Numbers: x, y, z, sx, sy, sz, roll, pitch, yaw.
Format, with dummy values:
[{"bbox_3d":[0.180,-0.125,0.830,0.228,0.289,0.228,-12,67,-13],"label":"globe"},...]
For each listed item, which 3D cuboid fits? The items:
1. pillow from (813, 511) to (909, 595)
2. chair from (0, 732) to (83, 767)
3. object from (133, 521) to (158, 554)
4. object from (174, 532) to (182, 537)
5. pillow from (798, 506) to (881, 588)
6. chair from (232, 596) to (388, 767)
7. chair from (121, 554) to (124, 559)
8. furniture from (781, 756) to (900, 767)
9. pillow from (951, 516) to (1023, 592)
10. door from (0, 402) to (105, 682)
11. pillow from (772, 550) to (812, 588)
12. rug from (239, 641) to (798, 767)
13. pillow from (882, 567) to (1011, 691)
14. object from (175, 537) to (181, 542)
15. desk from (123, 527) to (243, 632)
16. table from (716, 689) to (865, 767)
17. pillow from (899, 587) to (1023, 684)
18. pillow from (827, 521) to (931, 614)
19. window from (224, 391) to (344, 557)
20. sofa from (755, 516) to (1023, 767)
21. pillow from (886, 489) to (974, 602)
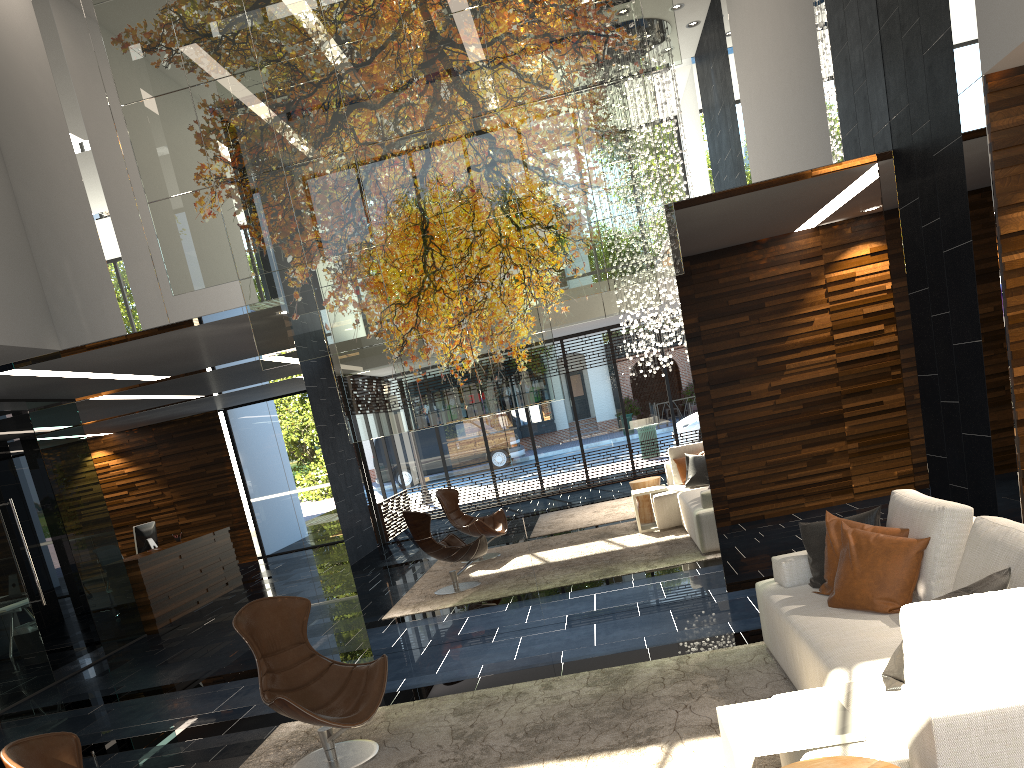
[{"bbox_3d":[1.693,0.830,4.205,0.236,0.441,0.550,-16,5,-29],"label":"pillow"},{"bbox_3d":[-1.168,1.559,2.936,0.770,0.956,0.672,-15,7,-26],"label":"chair"},{"bbox_3d":[-4.933,2.136,11.706,0.191,0.504,0.467,-10,5,11],"label":"object"},{"bbox_3d":[-4.658,2.128,11.968,0.077,0.106,0.146,-7,5,36],"label":"object"},{"bbox_3d":[1.691,0.841,4.419,0.247,0.425,0.559,-17,5,-36],"label":"pillow"},{"bbox_3d":[-1.088,1.602,4.590,0.800,0.956,0.647,-8,8,34],"label":"chair"},{"bbox_3d":[-5.195,2.685,11.836,0.688,1.088,0.655,-10,7,13],"label":"chair"},{"bbox_3d":[0.891,1.310,2.291,0.397,0.536,0.377,-6,9,41],"label":"furniture"},{"bbox_3d":[1.847,0.746,3.189,0.292,0.446,0.699,-11,2,6],"label":"pillow"},{"bbox_3d":[-4.707,1.549,8.663,0.102,2.926,0.838,-11,10,5],"label":"door"},{"bbox_3d":[1.750,0.965,4.709,0.625,0.156,0.234,-12,2,2],"label":"pillow"},{"bbox_3d":[1.226,1.558,3.647,5.937,0.006,3.129,-12,-2,7],"label":"rug"},{"bbox_3d":[1.522,0.865,3.034,0.490,0.375,0.300,-14,6,-34],"label":"pillow"},{"bbox_3d":[-4.633,2.158,11.963,0.078,0.061,0.074,-10,4,31],"label":"object"},{"bbox_3d":[-4.690,2.654,11.754,0.884,0.909,2.605,-11,-1,5],"label":"desk"},{"bbox_3d":[0.956,1.346,2.921,0.402,0.479,0.387,-11,6,6],"label":"table"},{"bbox_3d":[1.492,0.791,2.459,0.717,0.473,0.209,-12,9,9],"label":"pillow"},{"bbox_3d":[1.666,0.853,3.993,0.262,0.423,0.519,-15,4,-24],"label":"pillow"},{"bbox_3d":[-3.054,1.453,15.818,3.982,2.926,0.057,-12,11,7],"label":"window"},{"bbox_3d":[1.646,1.104,3.572,1.298,0.698,2.777,-12,-1,6],"label":"sofa"},{"bbox_3d":[1.932,0.753,4.061,0.249,0.462,0.700,-11,2,5],"label":"pillow"}]
